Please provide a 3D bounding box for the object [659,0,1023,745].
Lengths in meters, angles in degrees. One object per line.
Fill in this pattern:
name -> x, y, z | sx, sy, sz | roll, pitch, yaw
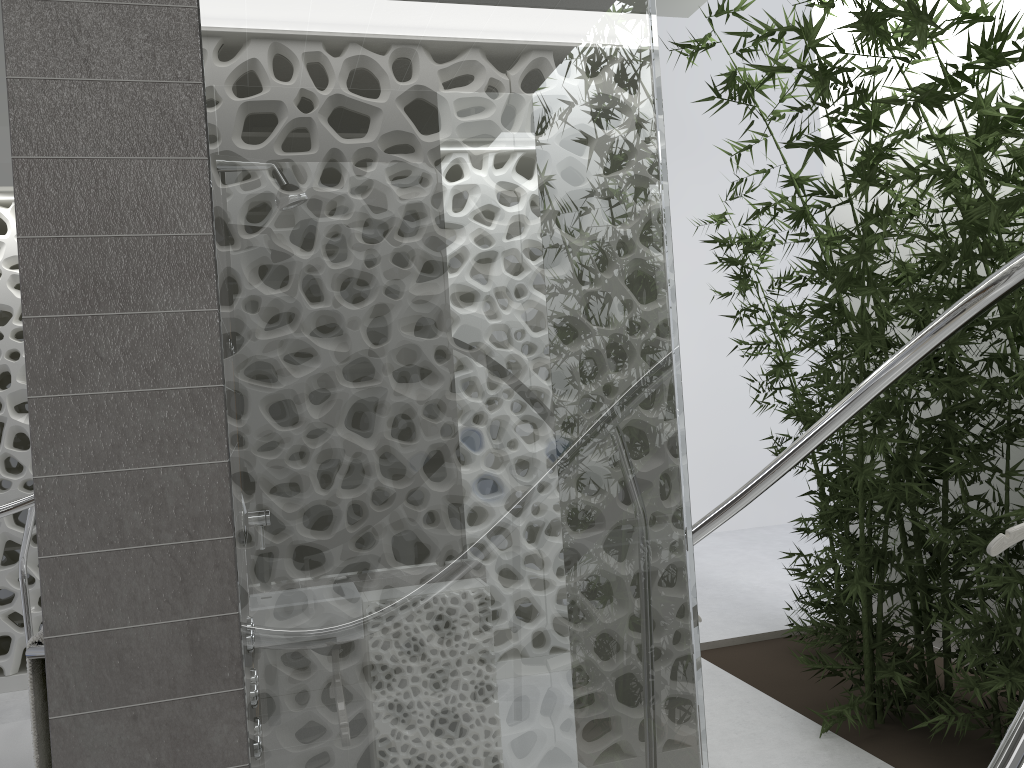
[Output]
object -> 1.926, -0.374, 3.324 | 4.097, 4.038, 4.664 | -4, 0, 33

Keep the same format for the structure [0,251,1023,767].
structure -> -1.524, 0.785, 2.701 | 5.250, 2.080, 5.433 | -4, 0, -21

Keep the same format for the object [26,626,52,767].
object -> -0.921, 0.812, 1.824 | 0.042, 0.656, 0.283 | -4, 0, -16

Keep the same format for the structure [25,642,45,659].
structure -> -0.917, 0.503, 1.834 | 0.078, 0.047, 0.442 | -4, 0, -16
